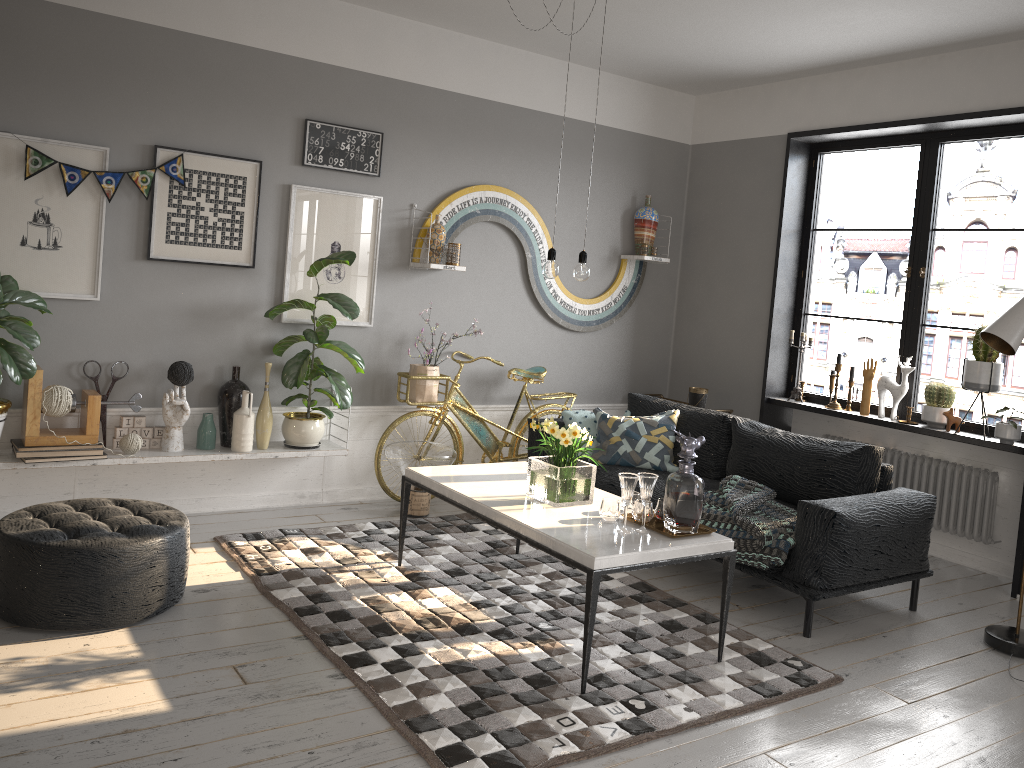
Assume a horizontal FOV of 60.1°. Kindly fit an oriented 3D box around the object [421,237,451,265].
[{"bbox_3d":[-0.476,-0.821,5.449,0.197,0.165,0.060,5,3,-1],"label":"object"}]

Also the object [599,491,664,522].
[{"bbox_3d":[0.519,0.520,3.647,0.247,0.087,0.279,9,7,33],"label":"object"}]

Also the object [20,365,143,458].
[{"bbox_3d":[-2.144,0.141,4.455,0.545,0.438,0.240,1,5,-34],"label":"object"}]

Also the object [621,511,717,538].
[{"bbox_3d":[0.632,0.568,3.585,0.246,0.015,0.320,0,8,-34],"label":"object"}]

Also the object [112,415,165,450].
[{"bbox_3d":[-1.980,0.255,4.713,0.264,0.173,0.079,2,4,-29],"label":"object"}]

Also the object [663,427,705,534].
[{"bbox_3d":[0.695,0.378,3.530,0.155,0.415,0.149,4,3,-15],"label":"object"}]

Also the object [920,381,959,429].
[{"bbox_3d":[2.546,0.119,5.278,0.235,0.282,0.213,7,5,29],"label":"object"}]

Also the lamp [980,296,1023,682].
[{"bbox_3d":[2.573,0.360,3.928,1.245,1.696,0.683,2,4,-36],"label":"lamp"}]

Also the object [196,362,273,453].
[{"bbox_3d":[-1.517,0.117,4.882,0.332,0.486,0.286,6,4,16],"label":"object"}]

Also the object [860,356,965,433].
[{"bbox_3d":[2.424,0.040,5.378,0.134,0.408,0.666,3,6,-33],"label":"object"}]

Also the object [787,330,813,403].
[{"bbox_3d":[1.953,-0.124,6.063,0.145,0.488,0.163,5,3,1],"label":"object"}]

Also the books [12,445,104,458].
[{"bbox_3d":[-2.255,0.320,4.393,0.383,0.029,0.261,1,8,-34],"label":"books"}]

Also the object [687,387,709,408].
[{"bbox_3d":[1.315,0.111,6.281,0.141,0.160,0.139,5,4,3],"label":"object"}]

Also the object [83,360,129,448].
[{"bbox_3d":[-2.137,0.107,4.635,0.221,0.462,0.019,3,4,-34],"label":"object"}]

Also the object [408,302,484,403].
[{"bbox_3d":[-0.410,-0.192,5.548,0.487,0.639,0.255,4,3,-17],"label":"object"}]

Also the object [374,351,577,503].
[{"bbox_3d":[-0.132,0.281,5.815,1.625,0.966,0.429,0,6,-43],"label":"object"}]

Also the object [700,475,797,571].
[{"bbox_3d":[1.155,0.683,4.319,0.490,0.328,0.670,1,7,-39],"label":"object"}]

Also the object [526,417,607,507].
[{"bbox_3d":[0.220,0.332,3.872,0.324,0.350,0.354,2,5,-32],"label":"object"}]

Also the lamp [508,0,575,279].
[{"bbox_3d":[-0.048,-1.175,3.221,0.074,1.530,1.398,6,5,24],"label":"lamp"}]

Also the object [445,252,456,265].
[{"bbox_3d":[-0.390,-0.794,5.624,0.062,0.081,0.062,7,5,31],"label":"object"}]

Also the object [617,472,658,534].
[{"bbox_3d":[0.485,0.466,3.459,0.167,0.226,0.083,3,4,-23],"label":"object"}]

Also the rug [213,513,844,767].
[{"bbox_3d":[-0.118,0.964,3.991,1.768,0.034,2.542,0,8,-34],"label":"rug"}]

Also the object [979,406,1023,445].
[{"bbox_3d":[2.697,0.224,4.821,0.246,0.203,0.172,2,5,-32],"label":"object"}]

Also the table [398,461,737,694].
[{"bbox_3d":[0.159,0.759,3.882,0.731,0.509,1.465,1,7,-34],"label":"table"}]

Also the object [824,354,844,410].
[{"bbox_3d":[2.130,-0.022,5.798,0.123,0.374,0.124,3,4,-30],"label":"object"}]

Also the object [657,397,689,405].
[{"bbox_3d":[1.143,0.130,6.598,0.246,0.015,0.320,0,8,-34],"label":"object"}]

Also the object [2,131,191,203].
[{"bbox_3d":[-2.103,-1.100,4.534,0.913,0.338,0.058,1,5,-35],"label":"object"}]

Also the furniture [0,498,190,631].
[{"bbox_3d":[-1.702,0.707,3.598,0.739,0.355,0.735,10,8,42],"label":"furniture"}]

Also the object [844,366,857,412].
[{"bbox_3d":[2.208,0.026,5.770,0.075,0.300,0.076,5,3,-4],"label":"object"}]

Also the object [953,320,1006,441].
[{"bbox_3d":[2.641,-0.032,4.967,0.236,0.668,0.228,6,3,26],"label":"object"}]

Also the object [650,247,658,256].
[{"bbox_3d":[1.034,-0.965,6.444,0.050,0.058,0.050,1,6,-45],"label":"object"}]

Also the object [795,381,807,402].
[{"bbox_3d":[2.004,0.043,6.117,0.084,0.151,0.085,3,4,-31],"label":"object"}]

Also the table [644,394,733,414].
[{"bbox_3d":[1.201,0.465,6.486,0.339,0.677,0.747,3,5,-34],"label":"table"}]

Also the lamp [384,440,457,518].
[{"bbox_3d":[-0.561,0.568,5.301,0.432,0.436,0.434,5,5,-4],"label":"lamp"}]

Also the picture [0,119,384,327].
[{"bbox_3d":[-2.706,-0.620,1.739,7.284,1.788,4.064,1,7,-34],"label":"picture"}]

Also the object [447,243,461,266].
[{"bbox_3d":[-0.364,-0.811,5.545,0.086,0.139,0.086,2,5,-42],"label":"object"}]

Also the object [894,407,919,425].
[{"bbox_3d":[2.410,0.190,5.371,0.123,0.098,0.123,4,5,-12],"label":"object"}]

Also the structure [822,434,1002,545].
[{"bbox_3d":[2.446,0.635,5.548,0.148,0.426,1.230,3,6,-36],"label":"structure"}]

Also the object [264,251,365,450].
[{"bbox_3d":[-1.122,-0.203,5.077,0.567,1.146,0.417,5,3,5],"label":"object"}]

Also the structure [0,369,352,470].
[{"bbox_3d":[-2.148,0.165,4.491,2.772,0.484,0.310,1,6,-34],"label":"structure"}]

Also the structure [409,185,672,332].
[{"bbox_3d":[0.258,-0.837,6.044,2.020,0.952,0.268,1,5,-34],"label":"structure"}]

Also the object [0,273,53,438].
[{"bbox_3d":[-2.479,-0.117,4.124,0.548,0.960,0.510,8,5,41],"label":"object"}]

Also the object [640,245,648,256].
[{"bbox_3d":[0.960,-0.970,6.433,0.060,0.079,0.060,9,6,44],"label":"object"}]

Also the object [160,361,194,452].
[{"bbox_3d":[-1.786,0.117,4.717,0.155,0.481,0.137,3,4,-35],"label":"object"}]

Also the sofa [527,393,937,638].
[{"bbox_3d":[1.059,0.575,4.982,0.969,0.794,2.355,1,7,-35],"label":"sofa"}]

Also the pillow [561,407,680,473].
[{"bbox_3d":[0.683,0.308,5.455,0.802,0.361,0.443,9,7,37],"label":"pillow"}]

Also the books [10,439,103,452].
[{"bbox_3d":[-2.261,0.296,4.398,0.379,0.017,0.230,0,8,-37],"label":"books"}]

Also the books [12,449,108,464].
[{"bbox_3d":[-2.249,0.343,4.404,0.368,0.021,0.298,-1,8,-40],"label":"books"}]

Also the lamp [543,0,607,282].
[{"bbox_3d":[0.089,-1.165,3.242,0.074,1.530,1.398,6,5,24],"label":"lamp"}]
